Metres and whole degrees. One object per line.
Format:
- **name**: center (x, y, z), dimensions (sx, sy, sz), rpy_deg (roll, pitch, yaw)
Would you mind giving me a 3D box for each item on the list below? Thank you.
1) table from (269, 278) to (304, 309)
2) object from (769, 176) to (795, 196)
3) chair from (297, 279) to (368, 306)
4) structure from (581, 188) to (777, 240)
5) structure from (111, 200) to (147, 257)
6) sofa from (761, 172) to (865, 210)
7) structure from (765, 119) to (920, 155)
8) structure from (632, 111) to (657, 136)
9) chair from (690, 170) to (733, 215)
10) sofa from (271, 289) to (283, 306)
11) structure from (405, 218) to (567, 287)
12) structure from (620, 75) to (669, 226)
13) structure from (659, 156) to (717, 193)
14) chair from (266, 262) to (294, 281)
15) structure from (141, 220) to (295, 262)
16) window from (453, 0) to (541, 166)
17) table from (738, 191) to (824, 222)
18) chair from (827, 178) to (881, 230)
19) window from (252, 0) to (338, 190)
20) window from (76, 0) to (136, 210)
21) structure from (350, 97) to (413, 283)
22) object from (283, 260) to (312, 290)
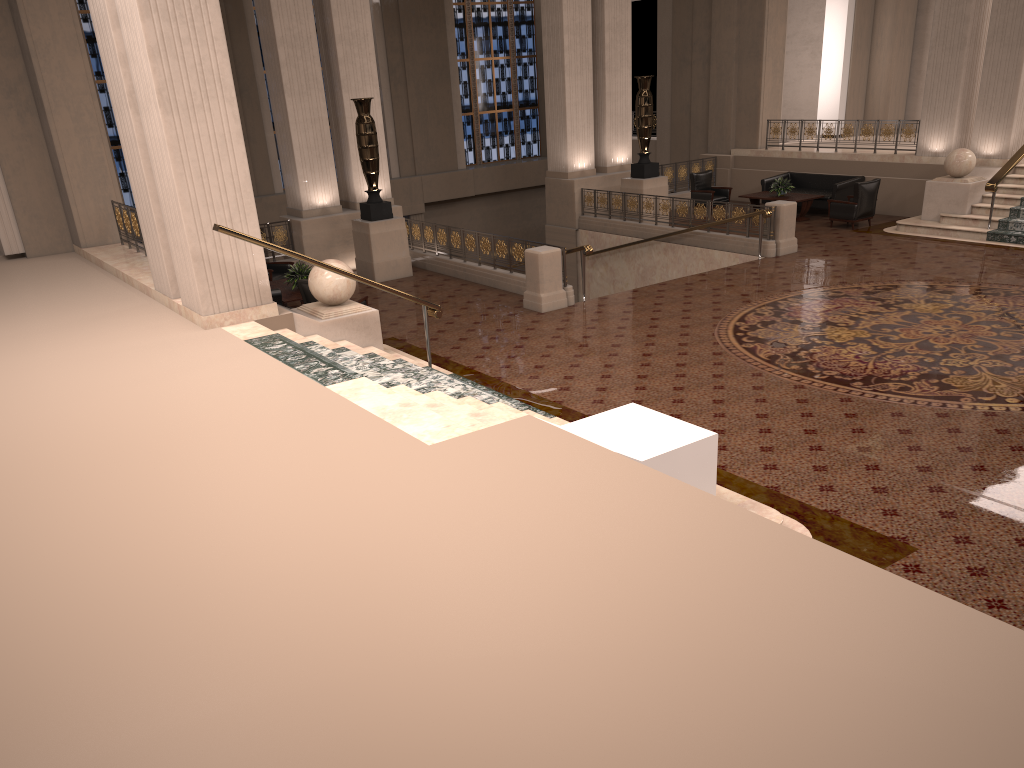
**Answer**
- **table**: center (-3.105, -1.160, 12.606), dimensions (0.826, 0.455, 1.438), rpy_deg (-17, 24, -32)
- **object**: center (5.371, -3.954, 17.571), dimensions (0.502, 0.393, 0.503), rpy_deg (-4, 21, -1)
- **chair**: center (-2.255, -0.969, 11.278), dimensions (0.646, 0.881, 0.689), rpy_deg (3, 23, 15)
- **structure**: center (2.834, -3.164, 16.169), dimensions (0.078, 0.561, 4.815), rpy_deg (-20, 25, -32)
- **structure**: center (-4.638, -1.898, 11.298), dimensions (0.031, 0.652, 3.602), rpy_deg (-19, 25, -31)
- **sofa**: center (6.142, -3.914, 18.163), dimensions (0.861, 0.738, 1.874), rpy_deg (-18, 24, -32)
- **structure**: center (6.707, -5.116, 18.173), dimensions (0.031, 0.652, 3.602), rpy_deg (-19, 25, -31)
- **structure**: center (3.123, -6.778, 23.070), dimensions (0.030, 0.697, 2.101), rpy_deg (-19, 25, -31)
- **chair**: center (4.233, -4.095, 18.837), dimensions (0.635, 0.881, 0.701), rpy_deg (-21, 28, -35)
- **sofa**: center (-3.867, -1.075, 12.096), dimensions (0.861, 0.738, 1.874), rpy_deg (-18, 24, -32)
- **structure**: center (-0.631, -2.181, 14.069), dimensions (0.078, 0.561, 4.811), rpy_deg (-19, 24, -31)
- **structure**: center (2.606, -4.532, 17.346), dimensions (0.689, 2.911, 0.682), rpy_deg (-19, 28, -30)
- **structure**: center (3.705, -4.648, 19.846), dimensions (2.496, 0.683, 0.031), rpy_deg (-16, 27, -30)
- **chair**: center (-3.898, -1.788, 13.905), dimensions (0.715, 0.881, 0.623), rpy_deg (5, 24, 20)
- **structure**: center (-4.844, -2.223, 14.664), dimensions (2.496, 0.683, 0.031), rpy_deg (-16, 27, -30)
- **window**: center (-0.540, -8.941, 24.209), dimensions (2.941, 5.594, 0.067), rpy_deg (-18, 27, -29)
- **table**: center (5.400, -3.572, 17.761), dimensions (0.826, 0.455, 1.438), rpy_deg (-17, 24, -32)
- **chair**: center (6.321, -3.342, 16.307), dimensions (0.637, 0.881, 0.699), rpy_deg (-18, 26, -31)
- **window**: center (-4.862, -7.715, 21.590), dimensions (2.941, 5.594, 0.067), rpy_deg (-18, 27, -29)
- **window**: center (-9.039, -6.530, 19.058), dimensions (2.941, 5.594, 0.067), rpy_deg (-18, 27, -29)
- **structure**: center (-2.248, -3.155, 14.404), dimensions (0.689, 2.911, 0.682), rpy_deg (-19, 28, -30)
- **object**: center (-2.983, -1.545, 12.396), dimensions (0.502, 0.393, 0.503), rpy_deg (-4, 21, -1)
